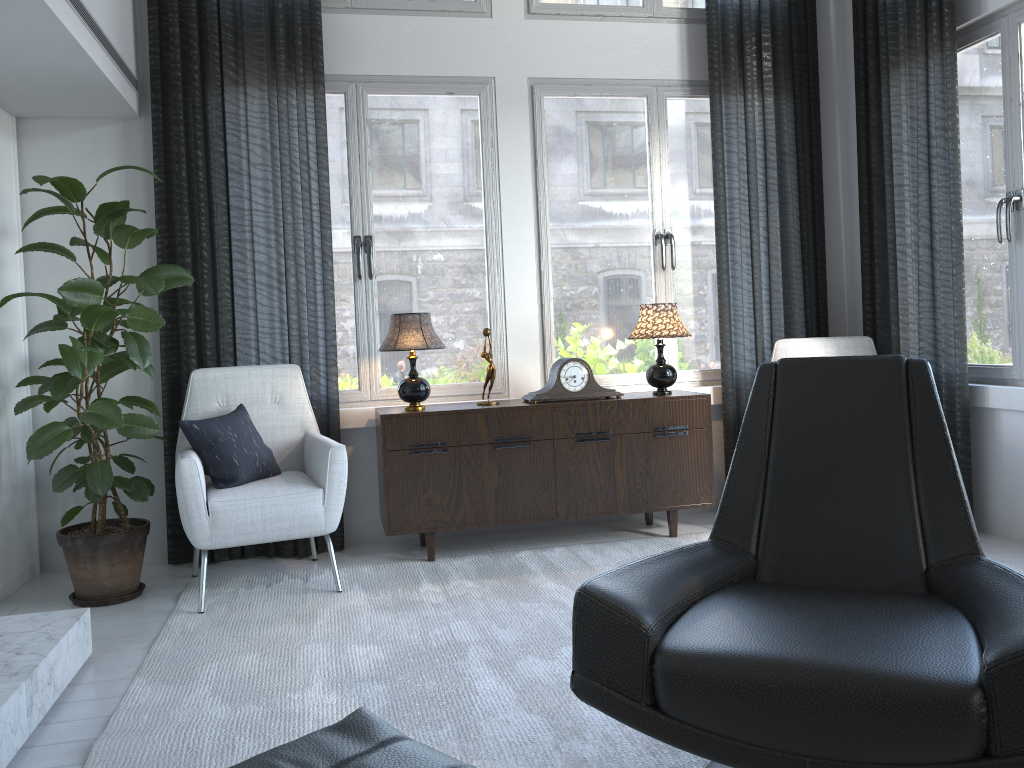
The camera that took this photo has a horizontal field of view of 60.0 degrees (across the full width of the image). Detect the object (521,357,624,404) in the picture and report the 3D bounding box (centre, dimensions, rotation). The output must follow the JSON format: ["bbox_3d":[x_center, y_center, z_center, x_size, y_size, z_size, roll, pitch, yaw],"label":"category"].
[{"bbox_3d":[0.255,-0.023,3.804,0.406,0.180,0.181,-3,2,-12],"label":"object"}]

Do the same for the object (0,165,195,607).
[{"bbox_3d":[-1.475,-0.001,3.177,0.935,1.588,0.640,-2,2,34],"label":"object"}]

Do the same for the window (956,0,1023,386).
[{"bbox_3d":[1.945,-1.146,3.442,0.133,2.321,1.269,-3,1,-12],"label":"window"}]

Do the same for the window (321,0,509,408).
[{"bbox_3d":[-0.683,-1.056,3.949,1.269,2.321,0.133,-3,1,-12],"label":"window"}]

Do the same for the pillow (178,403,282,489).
[{"bbox_3d":[-1.056,0.234,3.350,0.252,0.295,0.357,-2,2,15],"label":"pillow"}]

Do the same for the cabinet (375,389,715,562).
[{"bbox_3d":[0.140,0.379,3.817,1.399,0.612,0.386,-3,2,-12],"label":"cabinet"}]

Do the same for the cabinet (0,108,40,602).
[{"bbox_3d":[-1.962,-0.121,3.066,0.191,1.894,1.173,-3,2,-12],"label":"cabinet"}]

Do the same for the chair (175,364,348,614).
[{"bbox_3d":[-0.967,0.346,3.374,0.594,0.823,0.613,-3,2,-22],"label":"chair"}]

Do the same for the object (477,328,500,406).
[{"bbox_3d":[-0.108,-0.074,3.742,0.096,0.324,0.096,-3,1,-12],"label":"object"}]

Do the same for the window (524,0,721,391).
[{"bbox_3d":[0.703,-1.135,4.241,1.269,2.321,0.133,-3,1,-12],"label":"window"}]

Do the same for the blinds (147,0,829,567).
[{"bbox_3d":[0.041,-0.968,3.968,3.213,3.275,0.189,-3,1,-12],"label":"blinds"}]

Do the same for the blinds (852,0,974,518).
[{"bbox_3d":[1.955,-0.985,2.731,0.189,3.275,3.214,-3,2,-12],"label":"blinds"}]

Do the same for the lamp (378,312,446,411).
[{"bbox_3d":[-0.409,-0.092,3.650,0.280,0.397,0.281,-2,2,14],"label":"lamp"}]

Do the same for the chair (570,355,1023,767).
[{"bbox_3d":[0.628,0.363,1.751,0.840,0.810,0.806,-2,2,26],"label":"chair"}]

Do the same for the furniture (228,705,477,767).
[{"bbox_3d":[-0.216,0.674,0.939,0.613,0.378,0.600,0,4,42],"label":"furniture"}]

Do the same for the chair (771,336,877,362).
[{"bbox_3d":[1.374,0.213,3.852,0.593,0.823,0.613,-2,2,18],"label":"chair"}]

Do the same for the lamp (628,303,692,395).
[{"bbox_3d":[0.648,-0.153,3.873,0.280,0.397,0.281,-2,2,14],"label":"lamp"}]
